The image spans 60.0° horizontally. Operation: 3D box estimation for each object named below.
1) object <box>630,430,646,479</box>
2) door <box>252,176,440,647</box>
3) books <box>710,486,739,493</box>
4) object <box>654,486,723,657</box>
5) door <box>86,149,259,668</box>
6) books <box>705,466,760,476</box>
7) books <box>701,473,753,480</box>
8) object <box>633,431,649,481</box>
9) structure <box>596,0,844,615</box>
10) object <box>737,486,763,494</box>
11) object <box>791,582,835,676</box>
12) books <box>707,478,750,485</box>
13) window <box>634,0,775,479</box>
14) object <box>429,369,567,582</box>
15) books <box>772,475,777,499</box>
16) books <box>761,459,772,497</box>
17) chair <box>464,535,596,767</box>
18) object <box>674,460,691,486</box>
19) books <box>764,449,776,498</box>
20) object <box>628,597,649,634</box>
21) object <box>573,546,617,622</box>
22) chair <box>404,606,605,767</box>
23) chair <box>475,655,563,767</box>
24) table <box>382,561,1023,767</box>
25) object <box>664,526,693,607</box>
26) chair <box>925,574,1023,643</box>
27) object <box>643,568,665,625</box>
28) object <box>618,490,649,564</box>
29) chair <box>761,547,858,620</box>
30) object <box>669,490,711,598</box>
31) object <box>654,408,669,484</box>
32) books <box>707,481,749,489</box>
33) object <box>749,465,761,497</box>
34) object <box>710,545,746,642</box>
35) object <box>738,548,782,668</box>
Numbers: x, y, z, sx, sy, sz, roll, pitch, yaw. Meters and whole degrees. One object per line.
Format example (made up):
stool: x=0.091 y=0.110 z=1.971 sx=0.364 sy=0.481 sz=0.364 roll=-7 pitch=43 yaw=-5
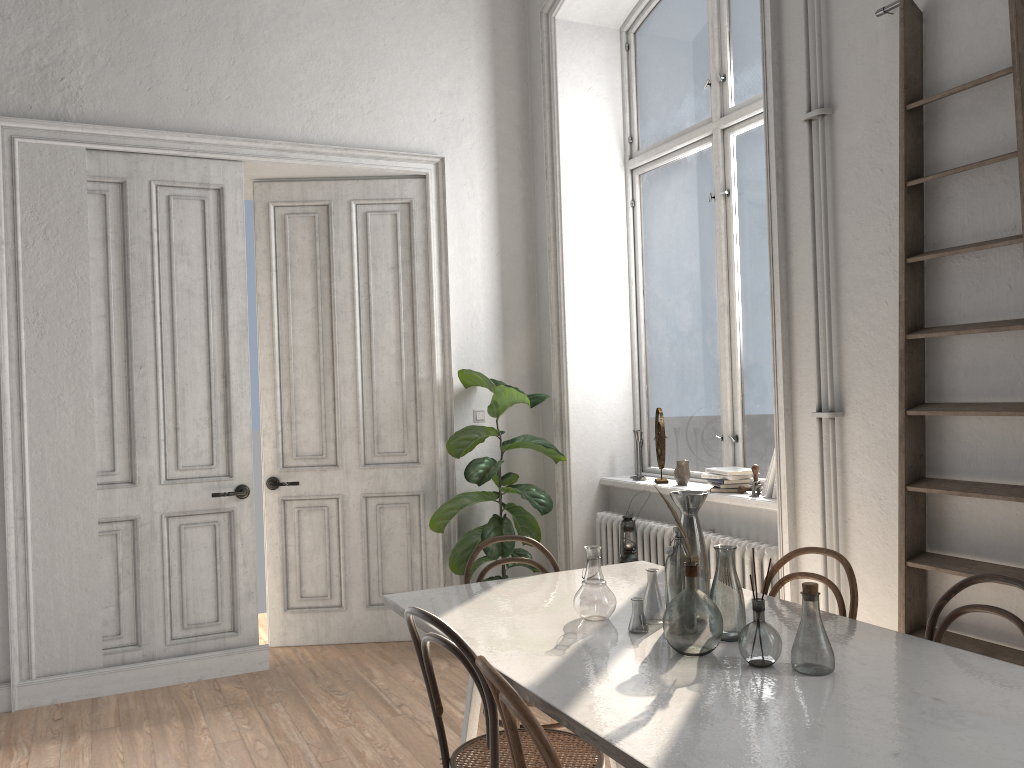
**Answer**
object: x=0.753 y=0.421 z=5.333 sx=0.095 sy=0.289 sz=0.095 roll=-2 pitch=0 yaw=6
door: x=-0.976 y=0.159 z=5.366 sx=1.097 sy=2.814 sz=0.216 roll=-2 pitch=0 yaw=-1
books: x=1.108 y=0.534 z=4.543 sx=0.147 sy=0.023 sz=0.221 roll=-2 pitch=-1 yaw=23
object: x=0.471 y=0.485 z=2.338 sx=0.157 sy=0.446 sz=0.157 roll=-2 pitch=0 yaw=-7
door: x=-1.955 y=0.186 z=4.717 sx=1.097 sy=2.814 sz=0.216 roll=-2 pitch=0 yaw=-24
books: x=1.121 y=0.443 z=4.517 sx=0.174 sy=0.019 sz=0.244 roll=-2 pitch=-1 yaw=-15
books: x=1.095 y=0.469 z=4.526 sx=0.155 sy=0.020 sz=0.205 roll=-2 pitch=-1 yaw=-35
object: x=0.751 y=0.420 z=5.203 sx=0.095 sy=0.289 sz=0.095 roll=-2 pitch=0 yaw=-3
structure: x=1.553 y=-0.779 z=2.968 sx=0.340 sy=4.474 sz=5.182 roll=-2 pitch=0 yaw=-25
object: x=1.190 y=0.516 z=4.372 sx=0.153 sy=0.048 sz=0.088 roll=-2 pitch=0 yaw=14
object: x=0.730 y=0.591 z=2.160 sx=0.101 sy=0.212 sz=0.101 roll=-2 pitch=0 yaw=14
books: x=1.106 y=0.489 z=4.533 sx=0.147 sy=0.023 sz=0.221 roll=-2 pitch=-1 yaw=-9
window: x=1.150 y=-0.923 z=4.758 sx=0.013 sy=2.843 sz=1.622 roll=-2 pitch=0 yaw=-25
object: x=0.809 y=0.559 z=2.735 sx=0.792 sy=1.842 sz=5.828 roll=-2 pitch=-1 yaw=-20
books: x=1.298 y=0.432 z=4.161 sx=0.155 sy=0.203 sz=0.072 roll=-2 pitch=0 yaw=-25
books: x=1.274 y=0.437 z=4.220 sx=0.155 sy=0.194 sz=0.105 roll=-2 pitch=0 yaw=-26
chair: x=0.079 y=1.052 z=3.256 sx=0.438 sy=0.920 sz=0.549 roll=-2 pitch=0 yaw=-17
object: x=0.933 y=0.483 z=4.864 sx=0.100 sy=0.142 sz=0.102 roll=-2 pitch=0 yaw=39
books: x=1.286 y=0.417 z=4.183 sx=0.174 sy=0.235 sz=0.100 roll=-2 pitch=0 yaw=-25
object: x=0.364 y=0.667 z=2.560 sx=0.058 sy=0.094 sz=0.058 roll=-2 pitch=0 yaw=3
object: x=0.251 y=0.610 z=2.717 sx=0.132 sy=0.219 sz=0.132 roll=-2 pitch=0 yaw=-36
chair: x=-0.007 y=1.047 z=2.481 sx=0.549 sy=0.920 sz=0.438 roll=-2 pitch=0 yaw=-30
chair: x=0.211 y=1.034 z=1.937 sx=0.549 sy=0.920 sz=0.438 roll=-2 pitch=0 yaw=-14
table: x=0.519 y=1.097 z=2.384 sx=1.100 sy=0.780 sz=2.200 roll=-2 pitch=-1 yaw=-25
object: x=0.480 y=0.559 z=2.530 sx=0.086 sy=0.301 sz=0.086 roll=-2 pitch=0 yaw=-40
chair: x=1.161 y=1.006 z=2.393 sx=0.549 sy=0.920 sz=0.438 roll=-2 pitch=0 yaw=-18
object: x=0.422 y=0.634 z=2.656 sx=0.083 sy=0.158 sz=0.083 roll=-2 pitch=0 yaw=-30
object: x=0.597 y=0.716 z=4.415 sx=0.163 sy=0.383 sz=0.154 roll=-2 pitch=0 yaw=38
chair: x=0.844 y=1.022 z=2.877 sx=0.549 sy=0.920 sz=0.438 roll=-2 pitch=0 yaw=-27
object: x=0.538 y=0.518 z=2.667 sx=0.116 sy=0.383 sz=0.116 roll=-2 pitch=0 yaw=-14
object: x=0.849 y=0.347 z=5.040 sx=0.087 sy=0.425 sz=0.347 roll=-2 pitch=0 yaw=7
books: x=1.107 y=0.511 z=4.536 sx=0.155 sy=0.022 sz=0.205 roll=-2 pitch=-1 yaw=-5
object: x=1.174 y=0.464 z=4.270 sx=0.048 sy=0.153 sz=0.088 roll=-2 pitch=0 yaw=35
object: x=0.595 y=0.578 z=2.459 sx=0.098 sy=0.255 sz=0.100 roll=-2 pitch=0 yaw=41
object: x=0.617 y=0.560 z=2.219 sx=0.106 sy=0.283 sz=0.107 roll=-2 pitch=0 yaw=-30
